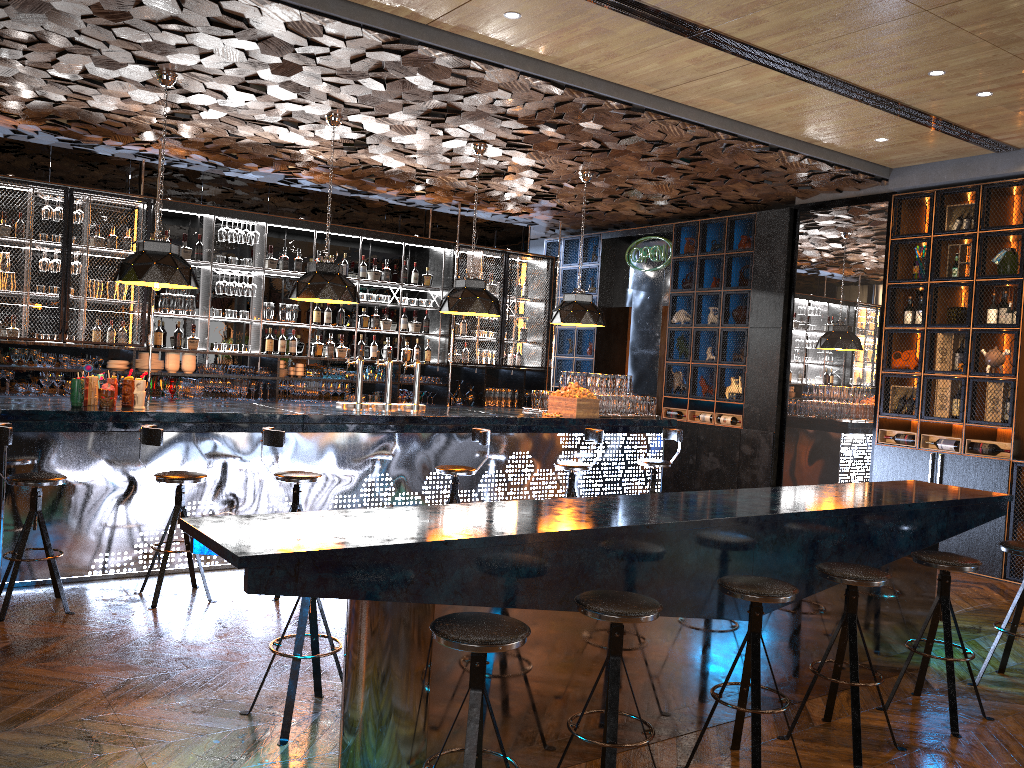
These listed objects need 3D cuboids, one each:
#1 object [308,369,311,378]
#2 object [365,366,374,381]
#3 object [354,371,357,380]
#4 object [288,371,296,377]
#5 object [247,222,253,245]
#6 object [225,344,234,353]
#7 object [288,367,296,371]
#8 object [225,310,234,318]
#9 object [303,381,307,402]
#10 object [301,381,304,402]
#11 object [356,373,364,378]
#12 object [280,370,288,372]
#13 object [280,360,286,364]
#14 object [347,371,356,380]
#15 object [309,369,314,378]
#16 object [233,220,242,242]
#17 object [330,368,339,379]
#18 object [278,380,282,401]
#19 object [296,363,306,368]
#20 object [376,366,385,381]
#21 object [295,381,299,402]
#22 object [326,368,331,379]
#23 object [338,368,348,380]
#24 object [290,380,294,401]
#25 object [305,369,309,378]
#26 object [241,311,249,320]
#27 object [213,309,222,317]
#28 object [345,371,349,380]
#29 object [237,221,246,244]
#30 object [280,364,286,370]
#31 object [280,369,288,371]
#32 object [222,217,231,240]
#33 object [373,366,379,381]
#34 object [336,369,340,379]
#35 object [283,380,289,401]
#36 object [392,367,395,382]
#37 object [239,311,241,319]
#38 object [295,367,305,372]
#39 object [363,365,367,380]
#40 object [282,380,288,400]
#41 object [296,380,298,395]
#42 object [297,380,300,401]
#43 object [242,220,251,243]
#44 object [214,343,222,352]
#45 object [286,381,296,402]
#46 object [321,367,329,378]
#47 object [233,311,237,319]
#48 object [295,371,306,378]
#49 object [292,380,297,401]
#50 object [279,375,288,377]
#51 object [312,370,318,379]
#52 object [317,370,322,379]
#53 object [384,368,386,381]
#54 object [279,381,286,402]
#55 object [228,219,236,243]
[{"bbox_3d":[-2.296,-0.120,10.128,0.058,0.099,0.067,2,2,-33],"label":"object"},{"bbox_3d":[-1.661,-0.125,10.356,0.115,0.172,0.101,3,1,-6],"label":"object"},{"bbox_3d":[-1.833,-0.098,10.396,0.098,0.097,0.098,3,1,-11],"label":"object"},{"bbox_3d":[-2.482,-0.113,10.004,0.094,0.067,0.106,4,1,17],"label":"object"},{"bbox_3d":[-2.880,-1.658,9.770,0.092,0.244,0.092,4,1,15],"label":"object"},{"bbox_3d":[-3.045,-0.385,9.556,0.089,0.092,0.089,4,1,18],"label":"object"},{"bbox_3d":[-2.473,-0.157,10.005,0.105,0.069,0.094,4,2,32],"label":"object"},{"bbox_3d":[-3.049,-0.752,9.572,0.089,0.092,0.089,4,2,33],"label":"object"},{"bbox_3d":[-2.329,0.085,9.963,0.058,0.234,0.058,2,2,-32],"label":"object"},{"bbox_3d":[-2.376,0.080,10.046,0.058,0.234,0.058,3,1,-2],"label":"object"},{"bbox_3d":[-1.768,-0.092,10.310,0.098,0.097,0.098,3,1,-1],"label":"object"},{"bbox_3d":[-2.566,-0.144,9.848,0.149,0.025,0.149,4,1,17],"label":"object"},{"bbox_3d":[-2.567,-0.231,9.839,0.094,0.069,0.106,3,2,-29],"label":"object"},{"bbox_3d":[-1.856,-0.096,10.255,0.098,0.097,0.098,4,2,34],"label":"object"},{"bbox_3d":[-2.259,-0.115,10.036,0.058,0.099,0.067,4,2,24],"label":"object"},{"bbox_3d":[-2.949,-1.655,9.519,0.092,0.244,0.092,4,1,15],"label":"object"},{"bbox_3d":[-2.038,-0.119,10.152,0.100,0.125,0.100,3,1,4],"label":"object"},{"bbox_3d":[-2.619,0.072,9.910,0.108,0.227,0.108,4,2,34],"label":"object"},{"bbox_3d":[-2.378,-0.195,9.950,0.094,0.068,0.106,2,2,-35],"label":"object"},{"bbox_3d":[-1.539,-0.119,10.431,0.101,0.172,0.115,5,2,39],"label":"object"},{"bbox_3d":[-2.418,0.079,9.993,0.058,0.234,0.058,3,1,-13],"label":"object"},{"bbox_3d":[-2.108,-0.125,10.253,0.100,0.125,0.100,4,1,12],"label":"object"},{"bbox_3d":[-1.949,-0.116,10.218,0.108,0.126,0.108,3,1,-1],"label":"object"},{"bbox_3d":[-2.509,0.070,10.121,0.058,0.234,0.058,2,2,-33],"label":"object"},{"bbox_3d":[-2.337,-0.124,10.182,0.058,0.099,0.067,4,1,15],"label":"object"},{"bbox_3d":[-2.897,-0.744,9.605,0.089,0.092,0.089,5,2,39],"label":"object"},{"bbox_3d":[-3.168,-0.759,9.541,0.089,0.092,0.089,4,2,33],"label":"object"},{"bbox_3d":[-1.913,-0.102,10.339,0.098,0.097,0.098,3,1,2],"label":"object"},{"bbox_3d":[-2.964,-1.661,9.710,0.092,0.244,0.092,4,1,15],"label":"object"},{"bbox_3d":[-2.561,-0.187,9.847,0.107,0.070,0.094,3,1,-5],"label":"object"},{"bbox_3d":[-2.567,-0.155,9.846,0.149,0.026,0.148,3,2,-29],"label":"object"},{"bbox_3d":[-3.039,-1.659,9.455,0.092,0.244,0.092,4,1,15],"label":"object"},{"bbox_3d":[-1.617,-0.126,10.533,0.101,0.172,0.115,3,1,-6],"label":"object"},{"bbox_3d":[-2.014,-0.122,10.314,0.108,0.126,0.108,2,2,-41],"label":"object"},{"bbox_3d":[-2.527,0.076,9.976,0.108,0.227,0.108,4,2,19],"label":"object"},{"bbox_3d":[-1.436,-0.115,10.514,0.101,0.172,0.115,3,1,-6],"label":"object"},{"bbox_3d":[-2.963,-0.752,9.779,0.089,0.092,0.089,5,2,39],"label":"object"},{"bbox_3d":[-2.384,-0.151,9.962,0.094,0.069,0.106,4,1,6],"label":"object"},{"bbox_3d":[-1.735,-0.131,10.451,0.115,0.172,0.101,3,2,-26],"label":"object"},{"bbox_3d":[-2.597,0.070,10.076,0.108,0.227,0.108,3,1,1],"label":"object"},{"bbox_3d":[-2.476,0.071,10.183,0.058,0.234,0.058,4,1,8],"label":"object"},{"bbox_3d":[-2.426,0.075,10.121,0.058,0.234,0.058,4,2,32],"label":"object"},{"bbox_3d":[-2.869,-1.652,9.576,0.092,0.244,0.092,4,1,15],"label":"object"},{"bbox_3d":[-3.150,-0.390,9.498,0.089,0.092,0.089,4,2,26],"label":"object"},{"bbox_3d":[-2.461,0.083,9.878,0.108,0.227,0.108,4,2,25],"label":"object"},{"bbox_3d":[-2.178,-0.132,10.348,0.100,0.125,0.100,3,2,-22],"label":"object"},{"bbox_3d":[-3.056,-0.756,9.704,0.089,0.092,0.089,3,1,-4],"label":"object"},{"bbox_3d":[-2.383,-0.106,9.961,0.094,0.067,0.106,5,2,43],"label":"object"},{"bbox_3d":[-2.461,0.075,10.052,0.058,0.234,0.058,4,2,29],"label":"object"},{"bbox_3d":[-2.570,-0.090,9.849,0.149,0.022,0.149,4,2,23],"label":"object"},{"bbox_3d":[-2.218,-0.112,9.982,0.058,0.099,0.067,4,1,10],"label":"object"},{"bbox_3d":[-2.191,-0.112,10.049,0.067,0.099,0.058,3,1,0],"label":"object"},{"bbox_3d":[-1.498,-0.121,10.614,0.101,0.172,0.115,5,2,39],"label":"object"},{"bbox_3d":[-2.554,0.079,9.811,0.108,0.227,0.108,2,2,-44],"label":"object"},{"bbox_3d":[-3.045,-1.664,9.653,0.092,0.244,0.092,4,1,15],"label":"object"}]
